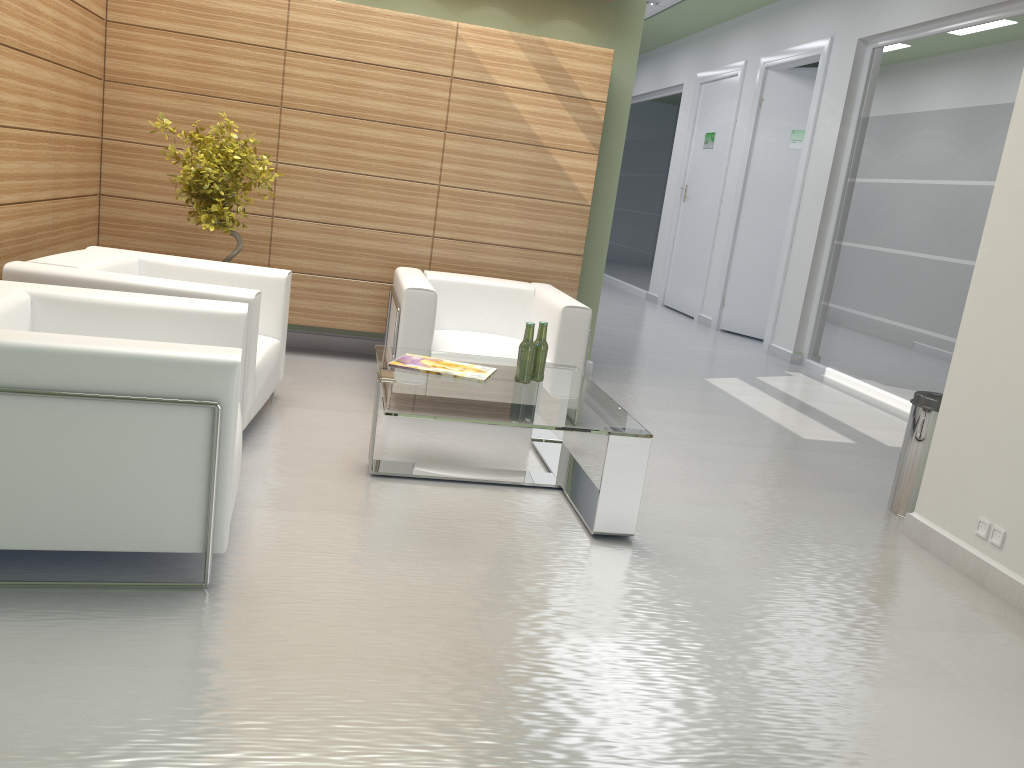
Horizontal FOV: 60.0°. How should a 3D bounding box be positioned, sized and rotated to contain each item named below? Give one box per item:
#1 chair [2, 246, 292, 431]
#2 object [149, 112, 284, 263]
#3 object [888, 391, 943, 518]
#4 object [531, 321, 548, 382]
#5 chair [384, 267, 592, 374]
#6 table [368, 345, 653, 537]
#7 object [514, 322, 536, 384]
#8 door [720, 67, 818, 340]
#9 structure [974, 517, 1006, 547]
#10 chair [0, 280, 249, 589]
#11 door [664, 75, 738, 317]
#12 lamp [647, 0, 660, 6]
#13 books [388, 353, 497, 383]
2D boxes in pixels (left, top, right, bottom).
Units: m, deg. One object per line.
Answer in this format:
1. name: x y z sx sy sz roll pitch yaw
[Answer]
1. chair: -2.869 -0.358 7.338 1.769 1.234 1.894 7 12 -7
2. object: -3.020 -1.387 8.767 1.201 2.565 1.116 -3 17 -42
3. object: 3.501 0.609 7.442 0.483 1.027 0.482 -2 16 -39
4. object: 0.217 -0.257 7.006 0.131 0.475 0.131 19 16 42
5. chair: -0.334 -0.428 9.285 1.894 1.234 1.802 5 12 -11
6. table: -0.172 0.358 6.823 1.783 0.742 2.197 5 12 -11
7. object: 0.112 -0.241 6.864 0.131 0.475 0.131 19 16 42
8. door: 5.260 -3.328 16.769 0.134 5.083 2.089 -3 16 -41
9. structure: 3.292 1.018 6.110 0.017 0.118 0.262 5 12 -11
10. chair: -2.483 0.183 5.110 1.802 1.234 1.894 4 13 -16
11. door: 4.135 -4.130 19.720 0.250 5.083 2.089 5 12 -11
12. lamp: 2.635 -7.772 17.860 0.657 0.159 0.286 5 12 -11
13. books: -0.539 -0.130 7.005 0.762 0.025 0.508 10 12 8
